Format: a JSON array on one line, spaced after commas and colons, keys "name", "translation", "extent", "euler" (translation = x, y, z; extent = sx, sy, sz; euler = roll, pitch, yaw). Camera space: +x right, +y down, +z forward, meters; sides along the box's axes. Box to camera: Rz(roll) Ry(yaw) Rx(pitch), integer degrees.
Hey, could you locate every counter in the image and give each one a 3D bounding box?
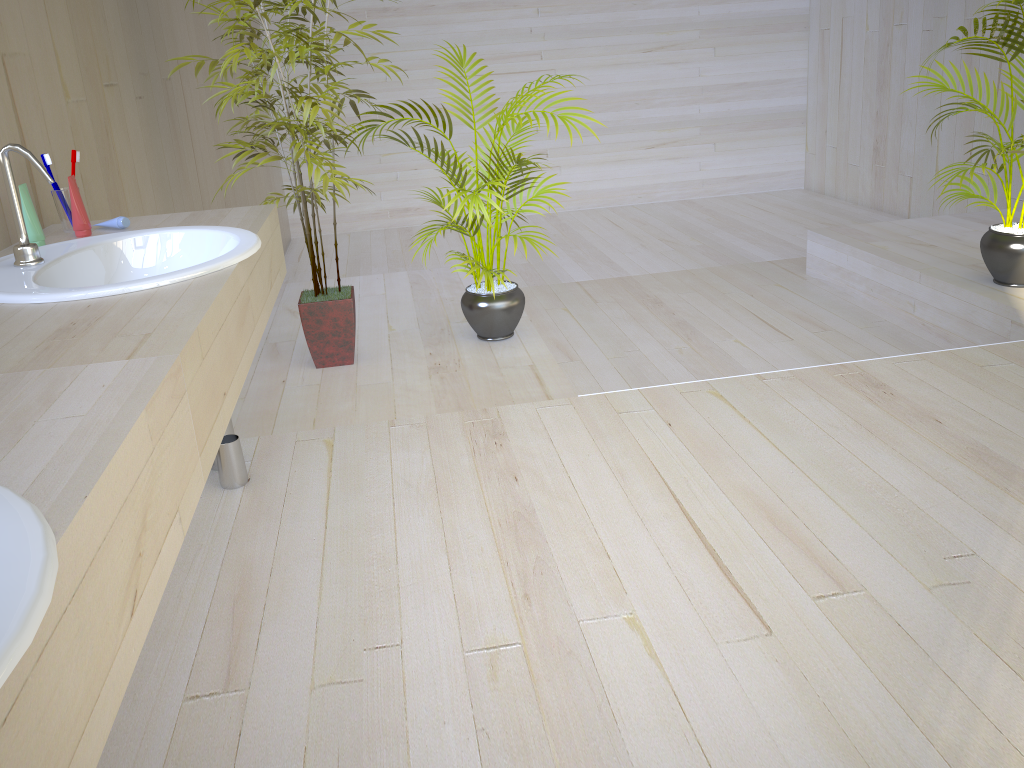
[{"name": "counter", "translation": [-0.551, 0.573, 0.581], "extent": [0.551, 0.777, 1.226], "euler": [-7, 20, -7]}, {"name": "counter", "translation": [-0.738, 0.159, 1.722], "extent": [0.551, 0.777, 1.226], "euler": [-7, 20, -7]}]

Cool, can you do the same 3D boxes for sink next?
[{"name": "sink", "translation": [-0.725, -0.245, 1.635], "extent": [0.504, 0.412, 0.584], "euler": [-6, 20, -4]}, {"name": "sink", "translation": [-0.539, 0.169, 0.495], "extent": [0.504, 0.412, 0.584], "euler": [-6, 20, -4]}]

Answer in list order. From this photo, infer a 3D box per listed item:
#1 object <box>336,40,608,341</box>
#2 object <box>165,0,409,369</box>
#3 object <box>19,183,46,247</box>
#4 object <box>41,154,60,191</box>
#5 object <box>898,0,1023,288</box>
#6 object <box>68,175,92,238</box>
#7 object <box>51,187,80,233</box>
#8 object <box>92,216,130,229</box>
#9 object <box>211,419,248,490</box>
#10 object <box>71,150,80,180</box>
[{"name": "object", "translation": [-0.059, -0.737, 3.404], "extent": [0.917, 1.137, 0.763], "euler": [5, 21, 25]}, {"name": "object", "translation": [-0.811, -0.900, 3.184], "extent": [0.787, 1.726, 0.951], "euler": [1, 19, 17]}, {"name": "object", "translation": [-0.995, -0.345, 1.828], "extent": [0.039, 0.132, 0.039], "euler": [7, 21, 32]}, {"name": "object", "translation": [-1.021, -0.432, 2.000], "extent": [0.054, 0.172, 0.012], "euler": [1, 19, 17]}, {"name": "object", "translation": [2.072, -1.048, 3.568], "extent": [1.068, 1.322, 0.886], "euler": [-11, 20, -18]}, {"name": "object", "translation": [-0.944, -0.385, 1.924], "extent": [0.039, 0.132, 0.039], "euler": [7, 21, 32]}, {"name": "object", "translation": [-1.003, -0.393, 2.007], "extent": [0.058, 0.098, 0.059], "euler": [-3, 19, 3]}, {"name": "object", "translation": [-0.907, -0.367, 2.008], "extent": [0.105, 0.028, 0.033], "euler": [9, 23, 31]}, {"name": "object", "translation": [-0.964, -0.065, 2.409], "extent": [0.408, 0.736, 0.278], "euler": [-11, 19, -19]}, {"name": "object", "translation": [-0.991, -0.443, 2.019], "extent": [0.012, 0.175, 0.050], "euler": [6, 21, 30]}]
